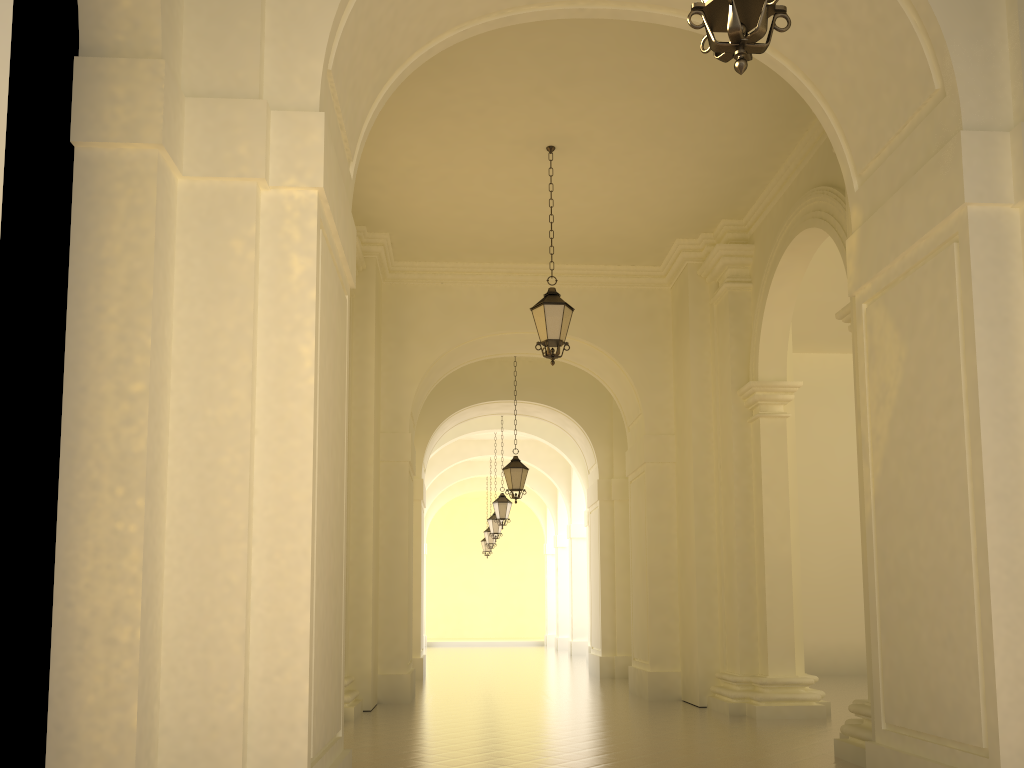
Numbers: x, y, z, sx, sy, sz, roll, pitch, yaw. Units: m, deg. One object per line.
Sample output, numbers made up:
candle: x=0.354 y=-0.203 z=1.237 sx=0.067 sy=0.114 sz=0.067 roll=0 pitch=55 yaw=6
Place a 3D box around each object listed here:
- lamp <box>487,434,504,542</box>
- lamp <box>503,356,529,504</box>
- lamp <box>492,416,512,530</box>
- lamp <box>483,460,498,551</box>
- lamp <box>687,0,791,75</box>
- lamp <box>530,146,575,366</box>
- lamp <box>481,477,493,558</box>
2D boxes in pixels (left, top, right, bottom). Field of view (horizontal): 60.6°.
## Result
lamp: x=-0.472 y=2.905 z=25.146 sx=0.510 sy=3.254 sz=0.450 roll=0 pitch=-6 yaw=-3
lamp: x=0.064 y=0.590 z=16.259 sx=0.444 sy=3.254 sz=0.516 roll=4 pitch=-7 yaw=-33
lamp: x=-0.239 y=1.897 z=21.275 sx=0.510 sy=3.254 sz=0.450 roll=0 pitch=-6 yaw=-3
lamp: x=-0.701 y=3.895 z=28.947 sx=0.510 sy=3.254 sz=0.450 roll=0 pitch=-6 yaw=-3
lamp: x=0.838 y=-2.759 z=3.402 sx=0.444 sy=3.254 sz=0.516 roll=4 pitch=-7 yaw=-33
lamp: x=0.448 y=-1.454 z=9.888 sx=0.444 sy=2.522 sz=0.517 roll=-3 pitch=-7 yaw=26
lamp: x=-0.928 y=4.879 z=32.724 sx=0.510 sy=3.254 sz=0.450 roll=0 pitch=-6 yaw=-3
